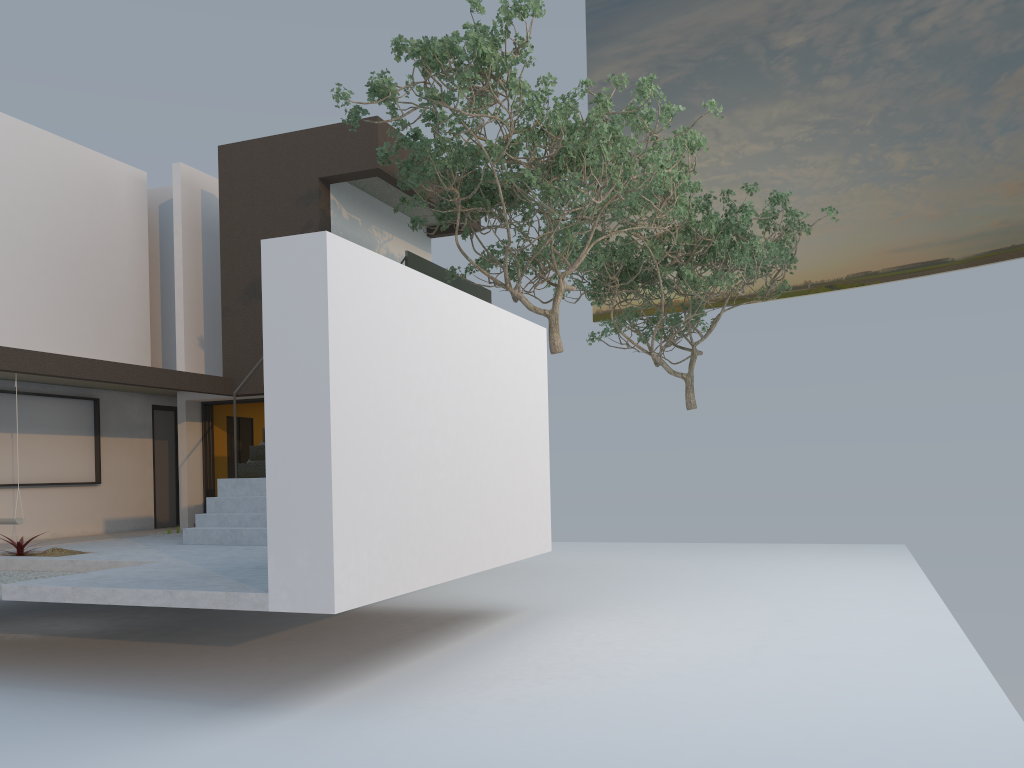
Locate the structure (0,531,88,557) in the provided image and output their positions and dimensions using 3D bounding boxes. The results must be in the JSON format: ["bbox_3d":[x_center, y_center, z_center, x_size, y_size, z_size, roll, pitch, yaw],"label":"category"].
[{"bbox_3d":[-4.928,1.696,9.154,1.205,0.291,0.748,-3,-5,21],"label":"structure"}]

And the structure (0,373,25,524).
[{"bbox_3d":[-5.851,0.685,10.172,0.462,1.865,0.129,-2,0,21],"label":"structure"}]

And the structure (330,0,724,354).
[{"bbox_3d":[0.381,-2.242,11.299,4.334,3.695,5.764,-1,-4,1],"label":"structure"}]

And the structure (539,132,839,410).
[{"bbox_3d":[3.286,-1.844,17.240,5.509,4.696,7.325,-1,-4,1],"label":"structure"}]

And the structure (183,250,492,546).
[{"bbox_3d":[-2.032,0.078,12.781,1.159,3.939,6.563,-2,-4,21],"label":"structure"}]
